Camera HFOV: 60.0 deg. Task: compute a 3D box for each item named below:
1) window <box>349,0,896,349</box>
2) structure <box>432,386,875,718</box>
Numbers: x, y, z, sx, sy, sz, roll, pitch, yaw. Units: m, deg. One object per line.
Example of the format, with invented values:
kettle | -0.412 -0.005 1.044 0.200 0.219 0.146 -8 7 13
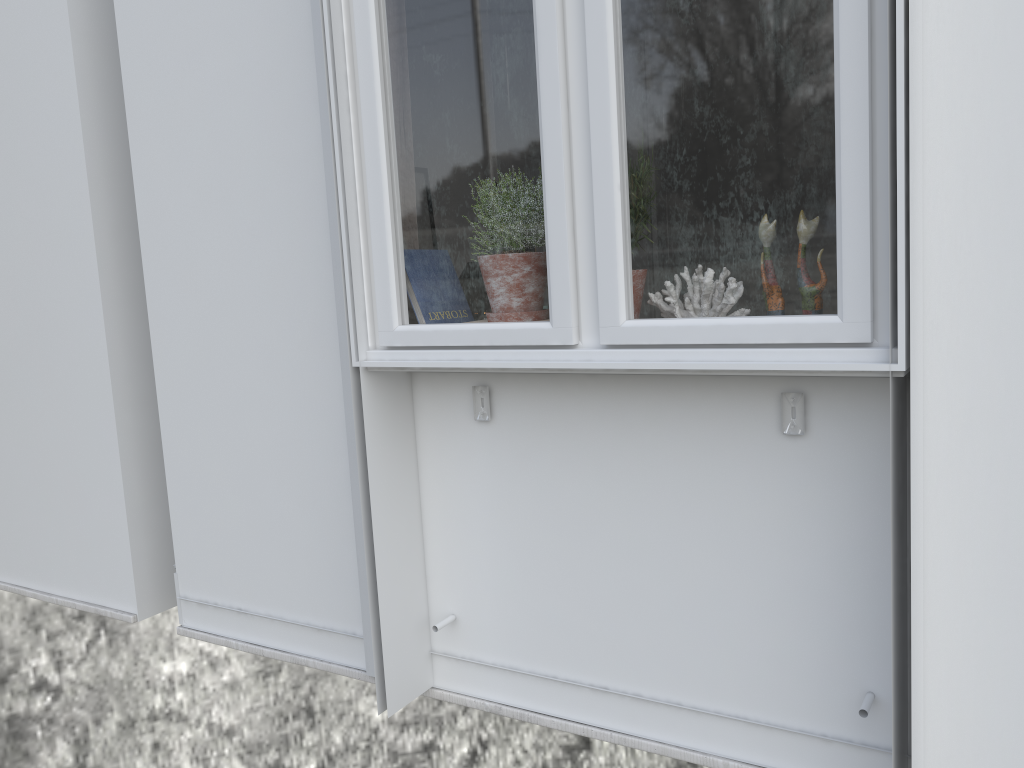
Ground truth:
window | 0.115 -0.818 1.573 1.047 1.536 0.079 1 8 32
structure | 0.257 0.291 1.824 0.935 0.600 0.216 1 8 31
